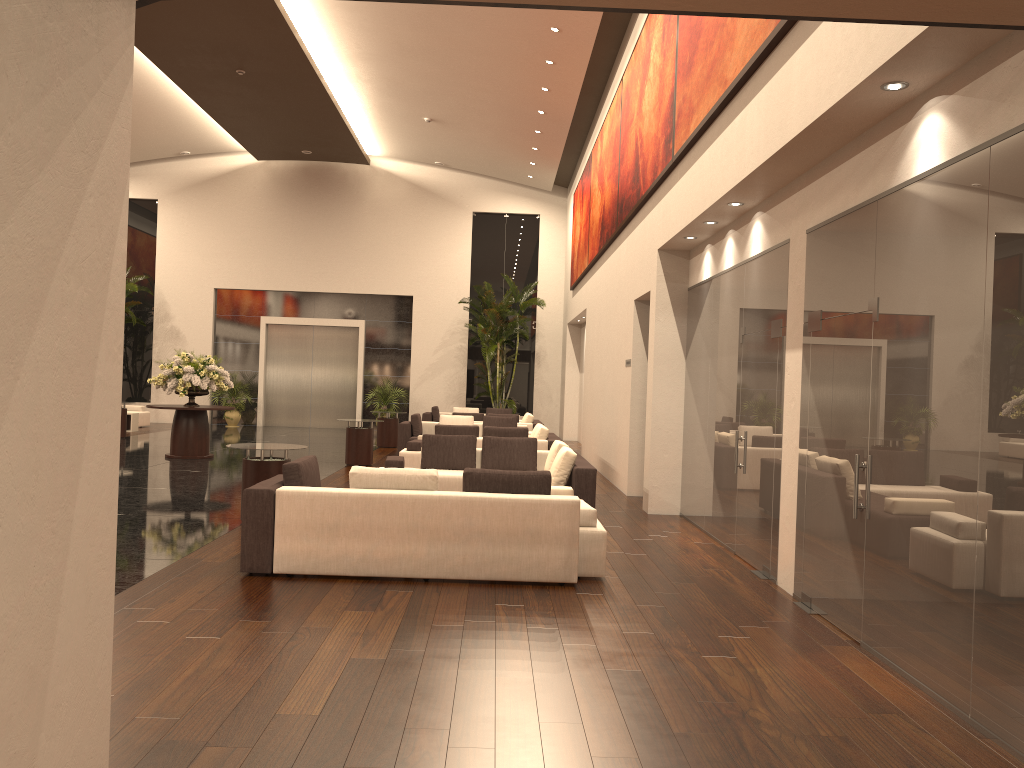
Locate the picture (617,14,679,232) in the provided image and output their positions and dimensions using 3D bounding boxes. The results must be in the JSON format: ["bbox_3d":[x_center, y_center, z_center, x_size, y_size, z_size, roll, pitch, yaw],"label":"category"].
[{"bbox_3d":[1.810,-3.700,12.024,0.070,2.526,4.515,2,0,-1],"label":"picture"}]

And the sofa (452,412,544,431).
[{"bbox_3d":[-0.618,1.076,21.058,2.586,0.862,3.366,2,0,-1],"label":"sofa"}]

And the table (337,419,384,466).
[{"bbox_3d":[-2.698,1.039,15.703,0.833,0.795,0.844,2,0,-40],"label":"table"}]

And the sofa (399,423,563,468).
[{"bbox_3d":[-0.516,1.086,15.386,2.586,0.862,3.366,2,0,-1],"label":"sofa"}]

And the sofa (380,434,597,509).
[{"bbox_3d":[-0.401,1.096,10.037,2.586,0.862,3.366,2,0,-1],"label":"sofa"}]

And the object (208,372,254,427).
[{"bbox_3d":[-8.025,0.394,25.590,1.297,1.682,1.373,2,0,32],"label":"object"}]

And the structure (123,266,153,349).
[{"bbox_3d":[-11.515,-1.197,25.108,2.436,4.611,2.531,2,0,-29],"label":"structure"}]

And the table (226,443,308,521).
[{"bbox_3d":[-2.582,1.050,9.312,0.833,0.795,0.844,2,0,38],"label":"table"}]

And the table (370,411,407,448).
[{"bbox_3d":[-2.804,1.030,20.024,0.833,0.795,0.844,2,0,-40],"label":"table"}]

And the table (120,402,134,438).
[{"bbox_3d":[-8.915,0.809,19.914,0.833,0.795,0.844,2,0,-40],"label":"table"}]

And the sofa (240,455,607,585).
[{"bbox_3d":[-0.662,1.089,7.422,2.846,0.862,1.291,2,0,-1],"label":"sofa"}]

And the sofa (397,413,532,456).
[{"bbox_3d":[-0.853,1.071,17.998,2.846,0.862,1.291,2,0,-1],"label":"sofa"}]

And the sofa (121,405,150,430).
[{"bbox_3d":[-10.264,0.725,22.903,1.291,0.862,2.846,2,0,-1],"label":"sofa"}]

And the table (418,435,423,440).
[{"bbox_3d":[-1.631,1.246,17.327,0.400,0.460,0.400,2,0,-1],"label":"table"}]

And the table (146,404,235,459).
[{"bbox_3d":[-5.818,0.863,16.048,1.498,0.921,1.498,2,0,-10],"label":"table"}]

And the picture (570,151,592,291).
[{"bbox_3d":[1.647,-3.715,21.062,0.070,2.526,4.515,2,0,-1],"label":"picture"}]

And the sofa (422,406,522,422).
[{"bbox_3d":[-0.955,1.061,23.670,2.846,0.862,1.291,2,0,-1],"label":"sofa"}]

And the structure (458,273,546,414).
[{"bbox_3d":[-0.293,-0.791,25.168,2.436,4.611,2.531,2,0,-29],"label":"structure"}]

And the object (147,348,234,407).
[{"bbox_3d":[-5.755,-0.144,16.045,1.402,1.097,1.453,2,0,45],"label":"object"}]

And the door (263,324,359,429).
[{"bbox_3d":[-5.967,-0.219,26.445,2.767,3.048,0.040,2,0,-1],"label":"door"}]

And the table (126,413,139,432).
[{"bbox_3d":[-9.600,0.952,22.131,0.400,0.460,0.400,2,0,-1],"label":"table"}]

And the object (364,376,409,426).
[{"bbox_3d":[-3.694,0.551,25.616,1.297,1.682,1.373,2,0,37],"label":"object"}]

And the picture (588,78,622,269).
[{"bbox_3d":[1.728,-3.707,16.541,0.070,2.526,4.515,2,0,-1],"label":"picture"}]

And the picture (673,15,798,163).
[{"bbox_3d":[1.909,-3.690,6.513,0.070,2.526,6.485,2,0,-1],"label":"picture"}]
